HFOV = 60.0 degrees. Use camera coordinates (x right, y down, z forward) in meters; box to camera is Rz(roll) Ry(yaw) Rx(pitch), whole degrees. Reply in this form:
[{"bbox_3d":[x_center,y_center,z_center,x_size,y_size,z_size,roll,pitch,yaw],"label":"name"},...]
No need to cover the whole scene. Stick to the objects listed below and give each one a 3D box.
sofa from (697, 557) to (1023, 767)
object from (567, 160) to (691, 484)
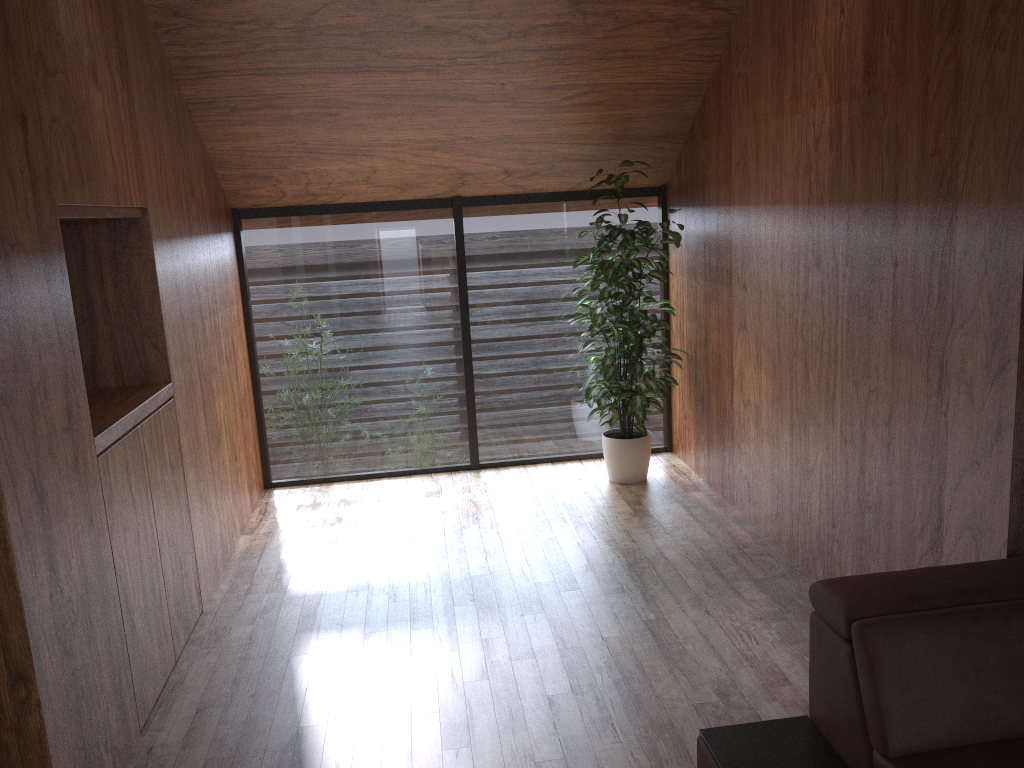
[{"bbox_3d":[1.431,0.834,1.069,1.703,0.761,2.497,-4,11,-6],"label":"sofa"},{"bbox_3d":[0.603,-0.308,4.657,0.637,1.692,0.678,-3,12,1],"label":"object"}]
